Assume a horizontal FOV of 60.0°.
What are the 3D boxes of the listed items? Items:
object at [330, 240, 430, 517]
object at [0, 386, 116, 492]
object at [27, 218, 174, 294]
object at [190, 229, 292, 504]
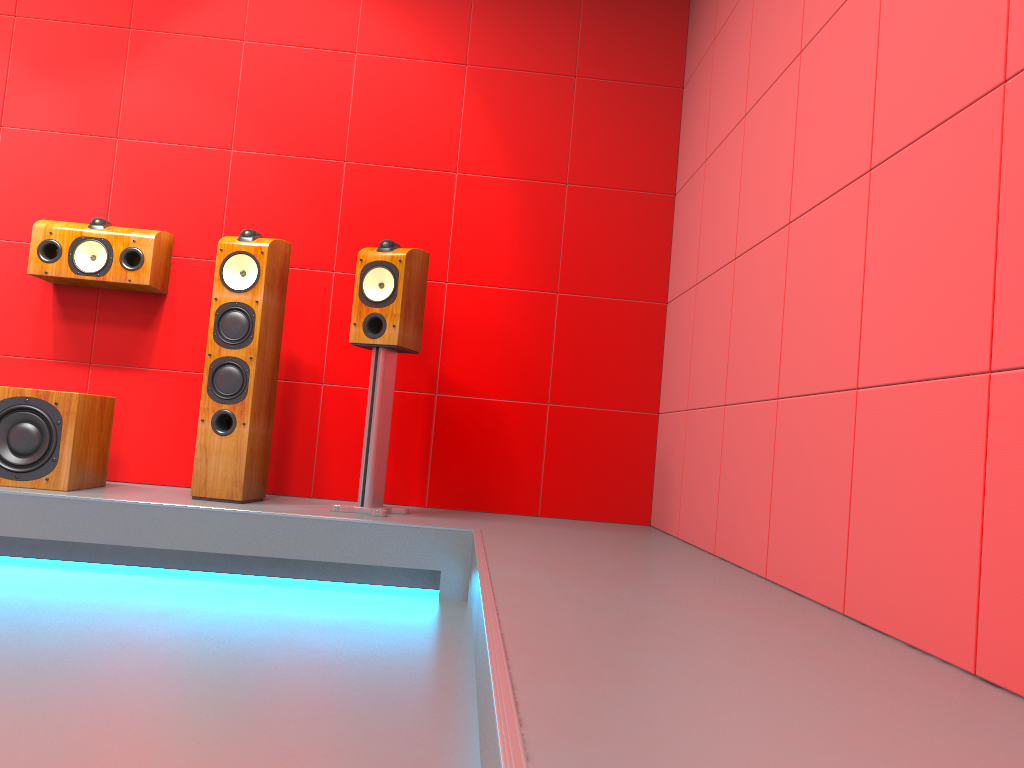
[{"bbox_3d":[-0.506,-0.028,3.474,0.231,1.058,0.265,4,-4,17],"label":"object"},{"bbox_3d":[-1.784,0.206,3.384,0.360,0.360,0.360,5,-4,-3],"label":"object"},{"bbox_3d":[-1.734,-0.556,3.760,0.493,0.271,0.235,5,-4,-3],"label":"object"},{"bbox_3d":[-1.054,-0.073,3.468,0.203,1.052,0.238,4,-4,7],"label":"object"}]
